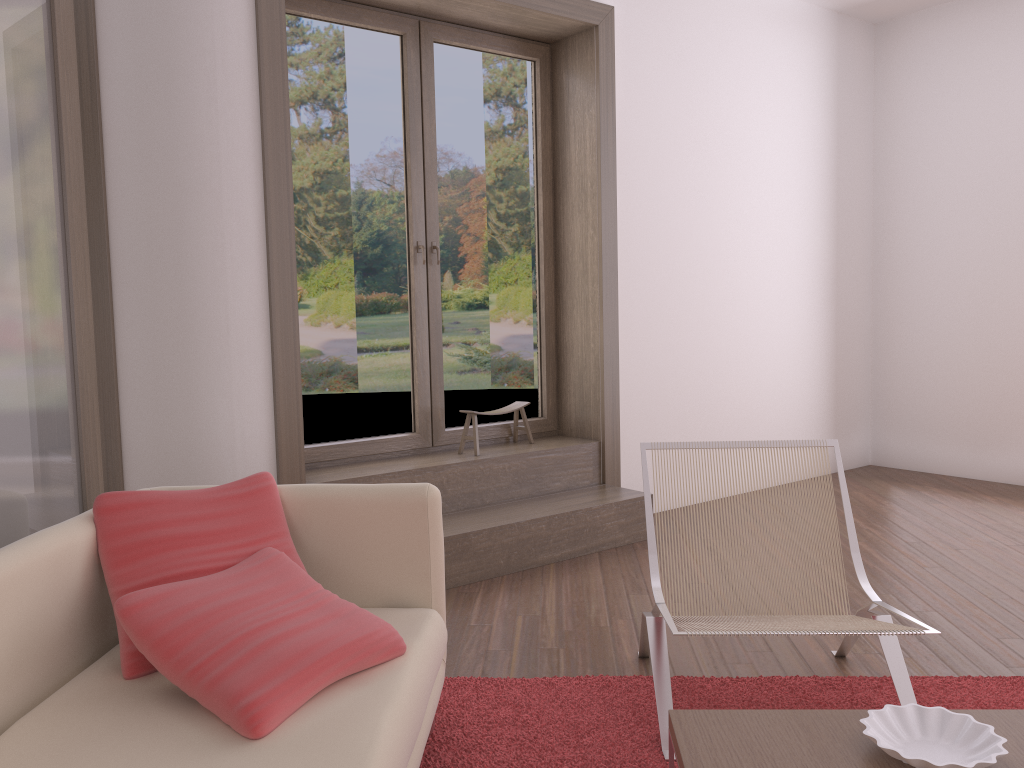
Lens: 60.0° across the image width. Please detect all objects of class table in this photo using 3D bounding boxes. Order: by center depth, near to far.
[{"bbox_3d":[0.736,0.901,1.438,0.850,0.378,0.850,-1,5,3],"label":"table"}]

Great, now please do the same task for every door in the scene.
[{"bbox_3d":[-0.462,-0.765,4.674,1.800,2.275,0.142,-5,6,-37],"label":"door"}]

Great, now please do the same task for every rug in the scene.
[{"bbox_3d":[0.657,1.095,1.469,3.344,0.016,2.938,-1,5,3],"label":"rug"}]

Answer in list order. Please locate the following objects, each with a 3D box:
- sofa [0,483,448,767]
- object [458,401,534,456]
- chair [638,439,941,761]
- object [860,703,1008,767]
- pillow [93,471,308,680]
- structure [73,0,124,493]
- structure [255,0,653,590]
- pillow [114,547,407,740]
[{"bbox_3d":[-0.683,0.747,1.494,0.919,0.751,2.204,-1,5,3],"label":"sofa"},{"bbox_3d":[-0.084,0.236,4.838,0.136,0.233,0.499,2,6,38],"label":"object"},{"bbox_3d":[0.778,0.612,2.706,0.739,0.762,0.853,-1,5,3],"label":"chair"},{"bbox_3d":[0.783,0.670,1.651,0.249,0.043,0.251,0,5,15],"label":"object"},{"bbox_3d":[-0.764,0.453,2.223,0.498,0.377,0.379,-5,6,-37],"label":"pillow"},{"bbox_3d":[-2.693,-0.456,3.762,2.039,2.881,0.808,-1,5,3],"label":"structure"},{"bbox_3d":[-0.246,-0.570,4.414,2.039,2.881,0.845,-5,6,-37],"label":"structure"},{"bbox_3d":[-0.555,0.551,1.987,0.467,0.224,0.507,1,6,30],"label":"pillow"}]
